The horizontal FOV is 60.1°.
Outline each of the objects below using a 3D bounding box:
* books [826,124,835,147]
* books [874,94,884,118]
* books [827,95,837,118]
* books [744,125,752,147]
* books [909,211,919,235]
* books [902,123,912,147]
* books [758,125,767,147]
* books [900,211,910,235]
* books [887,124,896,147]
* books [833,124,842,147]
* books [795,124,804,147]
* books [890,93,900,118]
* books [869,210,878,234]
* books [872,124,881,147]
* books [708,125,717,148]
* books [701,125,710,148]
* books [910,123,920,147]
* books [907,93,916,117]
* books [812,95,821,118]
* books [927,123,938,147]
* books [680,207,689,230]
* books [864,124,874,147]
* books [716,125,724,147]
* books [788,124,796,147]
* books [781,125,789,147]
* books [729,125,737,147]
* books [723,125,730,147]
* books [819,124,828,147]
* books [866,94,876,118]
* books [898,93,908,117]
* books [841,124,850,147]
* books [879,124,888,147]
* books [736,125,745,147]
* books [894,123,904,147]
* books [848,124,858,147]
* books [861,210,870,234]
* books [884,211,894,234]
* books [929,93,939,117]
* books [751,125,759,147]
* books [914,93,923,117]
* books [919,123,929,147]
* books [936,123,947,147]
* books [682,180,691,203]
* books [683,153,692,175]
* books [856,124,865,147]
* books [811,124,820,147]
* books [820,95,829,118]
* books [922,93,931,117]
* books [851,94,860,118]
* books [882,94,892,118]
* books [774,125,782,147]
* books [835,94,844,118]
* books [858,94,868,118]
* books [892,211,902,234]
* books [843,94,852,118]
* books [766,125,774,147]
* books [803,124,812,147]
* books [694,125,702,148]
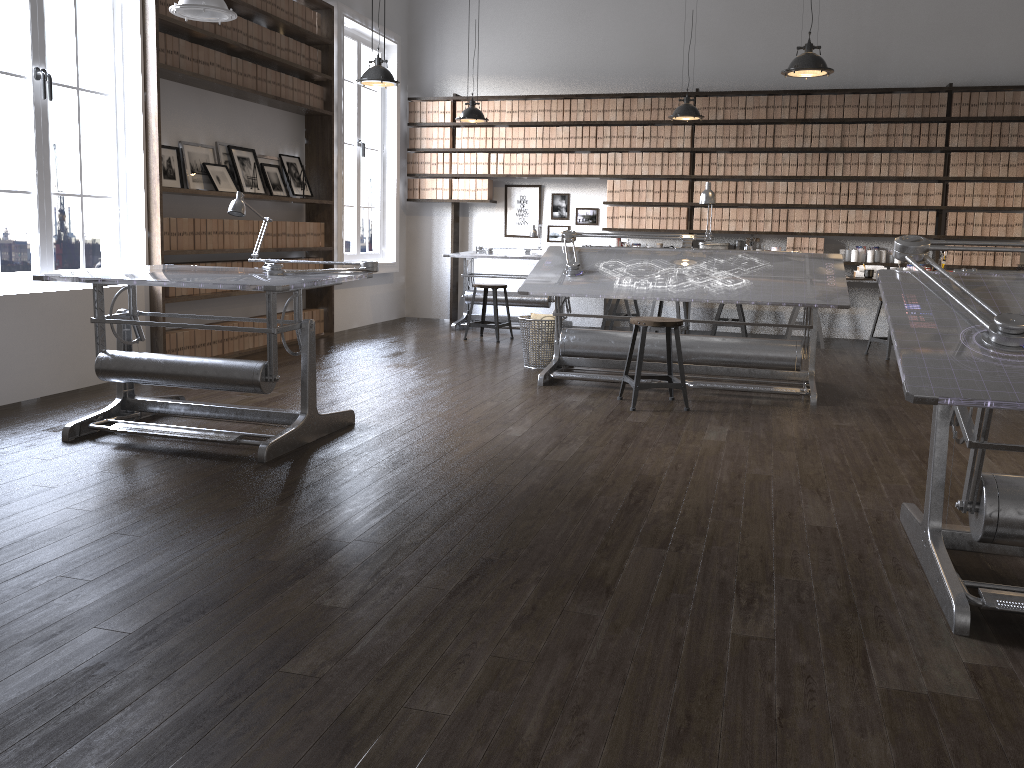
[{"bbox_3d":[3.096,-2.406,8.628,0.067,0.224,0.175,3,8,16],"label":"books"},{"bbox_3d":[3.508,-2.651,8.482,0.067,0.224,0.175,3,8,16],"label":"books"},{"bbox_3d":[3.103,-2.680,8.597,0.067,0.224,0.175,3,8,16],"label":"books"},{"bbox_3d":[2.352,-2.460,8.839,0.067,0.224,0.175,3,8,16],"label":"books"},{"bbox_3d":[3.849,-1.546,8.508,0.067,0.224,0.175,3,8,16],"label":"books"},{"bbox_3d":[3.756,-2.358,8.438,0.067,0.224,0.175,3,8,16],"label":"books"},{"bbox_3d":[2.489,-2.450,8.801,0.067,0.224,0.175,3,8,16],"label":"books"},{"bbox_3d":[3.777,-1.550,8.523,0.067,0.224,0.175,3,8,16],"label":"books"},{"bbox_3d":[3.621,-2.368,8.480,0.067,0.224,0.175,3,8,16],"label":"books"},{"bbox_3d":[3.159,-2.401,8.605,0.067,0.224,0.175,3,8,16],"label":"books"},{"bbox_3d":[2.823,-2.425,8.700,0.067,0.224,0.175,3,8,16],"label":"books"},{"bbox_3d":[3.641,-2.640,8.439,0.067,0.224,0.175,3,8,16],"label":"books"},{"bbox_3d":[3.501,-1.571,8.606,0.067,0.224,0.175,3,8,16],"label":"books"},{"bbox_3d":[3.492,-2.378,8.516,0.067,0.224,0.175,3,8,16],"label":"books"},{"bbox_3d":[2.024,-2.483,8.927,0.067,0.224,0.175,3,8,16],"label":"books"},{"bbox_3d":[1.957,-2.489,8.950,0.067,0.224,0.175,3,8,16],"label":"books"},{"bbox_3d":[3.826,-2.354,8.423,0.067,0.224,0.175,3,8,16],"label":"books"},{"bbox_3d":[3.772,-2.631,8.405,0.067,0.224,0.175,3,8,16],"label":"books"},{"bbox_3d":[2.964,-2.689,8.629,0.067,0.224,0.175,3,8,16],"label":"books"},{"bbox_3d":[3.969,-2.343,8.383,0.067,0.224,0.175,3,8,16],"label":"books"},{"bbox_3d":[1.771,-1.695,9.091,0.067,0.224,0.175,3,8,16],"label":"books"},{"bbox_3d":[3.431,-2.382,8.531,0.067,0.224,0.175,3,8,16],"label":"books"},{"bbox_3d":[2.094,-2.478,8.910,0.067,0.224,0.175,3,8,16],"label":"books"},{"bbox_3d":[2.754,-2.430,8.719,0.067,0.224,0.175,3,8,16],"label":"books"},{"bbox_3d":[2.694,-2.435,8.741,0.067,0.224,0.175,3,8,16],"label":"books"},{"bbox_3d":[2.218,-2.469,8.871,0.067,0.224,0.175,3,8,16],"label":"books"},{"bbox_3d":[2.155,-2.474,8.894,0.067,0.224,0.175,3,8,16],"label":"books"},{"bbox_3d":[3.035,-2.410,8.643,0.067,0.224,0.175,3,8,16],"label":"books"},{"bbox_3d":[3.440,-2.655,8.497,0.067,0.224,0.175,3,8,16],"label":"books"},{"bbox_3d":[3.712,-2.635,8.421,0.067,0.224,0.175,3,8,16],"label":"books"},{"bbox_3d":[3.228,-2.397,8.593,0.067,0.224,0.175,3,8,16],"label":"books"},{"bbox_3d":[3.555,-2.372,8.493,0.067,0.224,0.175,3,8,16],"label":"books"},{"bbox_3d":[2.284,-2.465,8.859,0.067,0.224,0.175,3,8,16],"label":"books"},{"bbox_3d":[3.689,-2.363,8.461,0.067,0.224,0.175,3,8,16],"label":"books"},{"bbox_3d":[3.294,-2.392,8.572,0.067,0.224,0.175,3,8,16],"label":"books"},{"bbox_3d":[3.435,-1.575,8.619,0.067,0.224,0.175,3,8,16],"label":"books"},{"bbox_3d":[3.636,-1.560,8.564,0.067,0.224,0.175,3,8,16],"label":"books"},{"bbox_3d":[3.970,-2.617,8.351,0.067,0.224,0.175,3,8,16],"label":"books"},{"bbox_3d":[2.419,-2.455,8.816,0.067,0.224,0.175,3,8,16],"label":"books"},{"bbox_3d":[3.835,-2.626,8.383,0.067,0.224,0.175,3,8,16],"label":"books"},{"bbox_3d":[3.896,-2.348,8.398,0.067,0.224,0.175,3,8,16],"label":"books"},{"bbox_3d":[4.041,-2.338,8.360,0.067,0.224,0.175,3,8,16],"label":"books"},{"bbox_3d":[1.781,-1.962,9.056,0.067,0.224,0.175,3,8,16],"label":"books"},{"bbox_3d":[1.786,-2.237,9.030,0.067,0.224,0.175,3,8,16],"label":"books"},{"bbox_3d":[3.361,-2.386,8.549,0.067,0.224,0.175,3,8,16],"label":"books"},{"bbox_3d":[2.965,-2.415,8.661,0.067,0.224,0.175,3,8,16],"label":"books"},{"bbox_3d":[3.035,-2.684,8.612,0.067,0.224,0.175,3,8,16],"label":"books"},{"bbox_3d":[3.902,-2.622,8.370,0.067,0.224,0.175,3,8,16],"label":"books"},{"bbox_3d":[3.300,-2.664,8.533,0.067,0.224,0.175,3,8,16],"label":"books"},{"bbox_3d":[3.575,-2.645,8.461,0.067,0.224,0.175,3,8,16],"label":"books"},{"bbox_3d":[2.632,-2.440,8.761,0.067,0.224,0.175,3,8,16],"label":"books"},{"bbox_3d":[3.169,-2.675,8.576,0.067,0.224,0.175,3,8,16],"label":"books"},{"bbox_3d":[3.370,-2.659,8.514,0.067,0.224,0.175,3,8,16],"label":"books"},{"bbox_3d":[3.706,-1.556,8.549,0.067,0.224,0.175,3,8,16],"label":"books"},{"bbox_3d":[3.241,-2.670,8.555,0.067,0.224,0.175,3,8,16],"label":"books"},{"bbox_3d":[2.559,-2.444,8.776,0.067,0.224,0.175,3,8,16],"label":"books"},{"bbox_3d":[2.894,-2.420,8.683,0.067,0.224,0.175,3,8,16],"label":"books"},{"bbox_3d":[1.891,-2.494,8.971,0.067,0.224,0.175,3,8,16],"label":"books"}]
